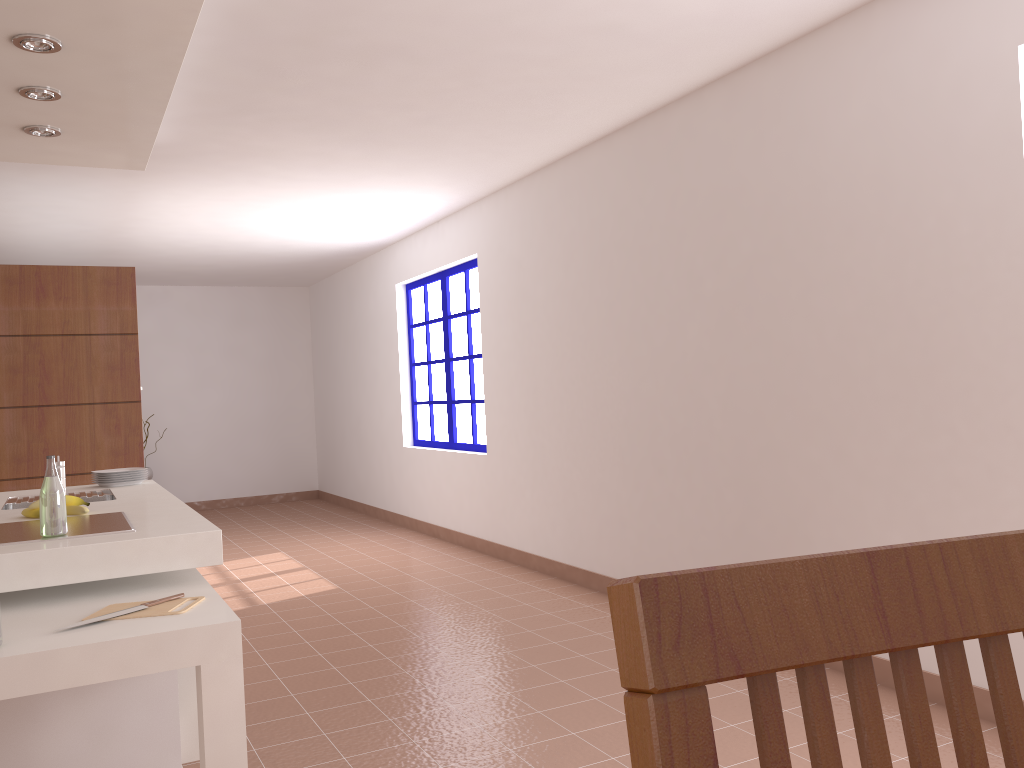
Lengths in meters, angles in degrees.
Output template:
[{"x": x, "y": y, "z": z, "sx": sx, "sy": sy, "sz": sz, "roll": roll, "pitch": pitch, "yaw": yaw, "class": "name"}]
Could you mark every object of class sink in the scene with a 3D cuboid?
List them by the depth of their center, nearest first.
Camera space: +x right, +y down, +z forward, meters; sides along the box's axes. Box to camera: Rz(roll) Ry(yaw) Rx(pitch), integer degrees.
[{"x": -1.880, "y": 0.473, "z": 3.691, "sx": 0.404, "sy": 0.368, "sz": 0.668, "roll": -3, "pitch": 0, "yaw": -27, "class": "sink"}]

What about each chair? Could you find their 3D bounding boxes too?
[{"x": 0.315, "y": 0.613, "z": 0.253, "sx": 0.444, "sy": 1.063, "sz": 0.574, "roll": -3, "pitch": 0, "yaw": -17, "class": "chair"}]

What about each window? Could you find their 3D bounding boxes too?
[{"x": -0.506, "y": -0.191, "z": 7.099, "sx": 0.035, "sy": 1.430, "sz": 1.699, "roll": -3, "pitch": 0, "yaw": -27, "class": "window"}]

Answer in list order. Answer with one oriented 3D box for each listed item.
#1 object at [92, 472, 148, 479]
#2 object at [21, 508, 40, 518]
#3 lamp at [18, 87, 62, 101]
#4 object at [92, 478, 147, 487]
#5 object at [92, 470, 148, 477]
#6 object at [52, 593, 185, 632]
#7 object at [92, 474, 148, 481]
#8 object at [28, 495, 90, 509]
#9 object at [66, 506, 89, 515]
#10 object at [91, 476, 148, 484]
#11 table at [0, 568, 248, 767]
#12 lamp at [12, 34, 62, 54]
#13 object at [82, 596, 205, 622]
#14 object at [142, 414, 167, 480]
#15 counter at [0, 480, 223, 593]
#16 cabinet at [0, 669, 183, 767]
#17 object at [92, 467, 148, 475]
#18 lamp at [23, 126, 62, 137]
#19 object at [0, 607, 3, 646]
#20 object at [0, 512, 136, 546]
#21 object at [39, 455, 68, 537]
[{"x": -1.871, "y": 0.441, "z": 4.231, "sx": 0.228, "sy": 0.020, "sz": 0.228, "roll": -3, "pitch": -1, "yaw": 45, "class": "object"}, {"x": -1.654, "y": 0.446, "z": 3.071, "sx": 0.207, "sy": 0.033, "sz": 0.060, "roll": -3, "pitch": -1, "yaw": 43, "class": "object"}, {"x": -1.770, "y": -1.107, "z": 3.326, "sx": 0.143, "sy": 0.059, "sz": 0.143, "roll": -3, "pitch": 0, "yaw": 1, "class": "lamp"}, {"x": -1.869, "y": 0.471, "z": 4.231, "sx": 0.228, "sy": 0.020, "sz": 0.228, "roll": -3, "pitch": -1, "yaw": 45, "class": "object"}, {"x": -1.871, "y": 0.431, "z": 4.231, "sx": 0.228, "sy": 0.020, "sz": 0.228, "roll": -3, "pitch": -1, "yaw": 45, "class": "object"}, {"x": -0.963, "y": 0.566, "z": 2.207, "sx": 0.041, "sy": 0.008, "sz": 0.375, "roll": -3, "pitch": -1, "yaw": 30, "class": "object"}, {"x": -1.870, "y": 0.451, "z": 4.231, "sx": 0.228, "sy": 0.020, "sz": 0.228, "roll": -3, "pitch": -1, "yaw": 45, "class": "object"}, {"x": -1.578, "y": 0.415, "z": 3.107, "sx": 0.047, "sy": 0.055, "sz": 0.207, "roll": -3, "pitch": -1, "yaw": 40, "class": "object"}, {"x": -1.549, "y": 0.441, "z": 3.095, "sx": 0.207, "sy": 0.033, "sz": 0.060, "roll": -3, "pitch": 0, "yaw": 18, "class": "object"}, {"x": -1.870, "y": 0.461, "z": 4.231, "sx": 0.228, "sy": 0.020, "sz": 0.228, "roll": -3, "pitch": -1, "yaw": 45, "class": "object"}, {"x": -1.182, "y": 0.911, "z": 2.377, "sx": 0.737, "sy": 0.647, "sz": 1.003, "roll": -3, "pitch": 0, "yaw": -27, "class": "table"}, {"x": -1.540, "y": -1.122, "z": 2.876, "sx": 0.143, "sy": 0.059, "sz": 0.143, "roll": -2, "pitch": -1, "yaw": -44, "class": "lamp"}, {"x": -0.930, "y": 0.571, "z": 2.254, "sx": 0.266, "sy": 0.006, "sz": 0.168, "roll": -3, "pitch": 0, "yaw": -10, "class": "object"}, {"x": -3.895, "y": 0.864, "z": 9.260, "sx": 0.655, "sy": 1.112, "sz": 0.284, "roll": -3, "pitch": 0, "yaw": -8, "class": "object"}, {"x": -1.667, "y": 0.866, "z": 3.314, "sx": 0.821, "sy": 0.800, "sz": 2.156, "roll": -3, "pitch": 0, "yaw": -27, "class": "counter"}, {"x": -1.635, "y": 0.914, "z": 3.266, "sx": 0.737, "sy": 0.700, "sz": 2.048, "roll": -3, "pitch": 0, "yaw": -27, "class": "cabinet"}, {"x": -1.872, "y": 0.420, "z": 4.231, "sx": 0.228, "sy": 0.020, "sz": 0.228, "roll": -3, "pitch": -1, "yaw": 45, "class": "object"}, {"x": -1.997, "y": -1.093, "z": 3.771, "sx": 0.143, "sy": 0.059, "sz": 0.143, "roll": -3, "pitch": 0, "yaw": 1, "class": "lamp"}, {"x": -1.168, "y": 0.468, "z": 1.954, "sx": 0.071, "sy": 0.230, "sz": 0.071, "roll": -3, "pitch": -1, "yaw": 44, "class": "object"}, {"x": -1.444, "y": 0.447, "z": 2.730, "sx": 0.493, "sy": 0.006, "sz": 0.551, "roll": -3, "pitch": 0, "yaw": -27, "class": "object"}, {"x": -1.327, "y": 0.322, "z": 2.561, "sx": 0.071, "sy": 0.230, "sz": 0.071, "roll": -3, "pitch": -1, "yaw": 44, "class": "object"}]
